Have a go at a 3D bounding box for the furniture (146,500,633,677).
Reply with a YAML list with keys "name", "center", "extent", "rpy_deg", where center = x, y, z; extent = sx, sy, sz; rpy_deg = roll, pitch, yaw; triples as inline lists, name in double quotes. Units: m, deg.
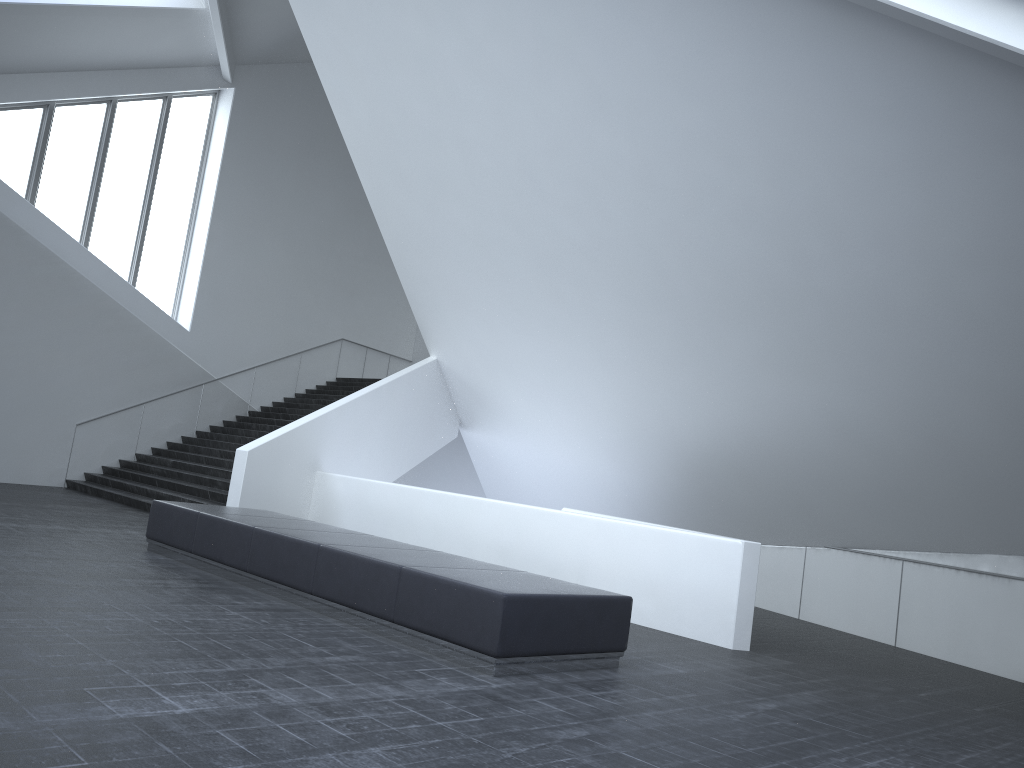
- name: "furniture"
  center: [-1.608, 1.798, 8.601]
  extent: [5.742, 0.580, 1.488]
  rpy_deg: [2, -9, 45]
